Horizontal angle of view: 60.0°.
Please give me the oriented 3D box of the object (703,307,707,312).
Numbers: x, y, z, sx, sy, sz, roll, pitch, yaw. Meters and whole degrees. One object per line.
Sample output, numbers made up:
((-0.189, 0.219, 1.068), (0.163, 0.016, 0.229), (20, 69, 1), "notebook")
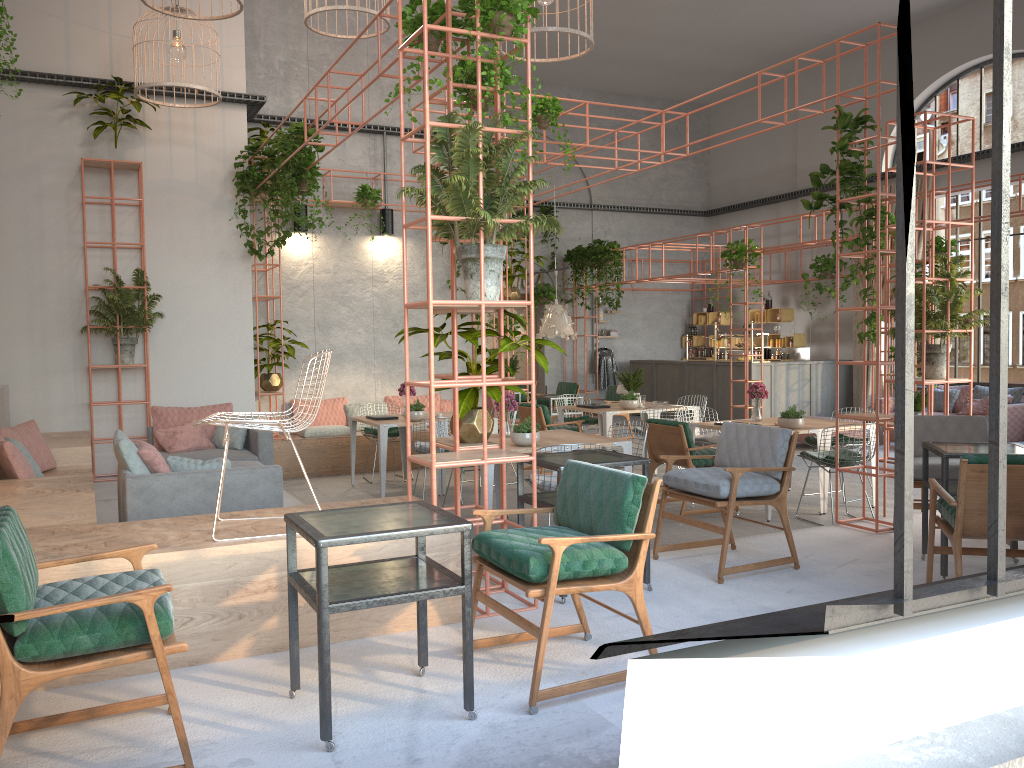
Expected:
((4.432, -1.703, 20.362), (0.088, 0.123, 0.088), (1, 3, 30), "object")

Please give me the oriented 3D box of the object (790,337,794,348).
((5.679, -0.840, 17.912), (0.131, 0.207, 0.131), (0, 3, 19), "object")

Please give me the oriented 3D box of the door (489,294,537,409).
((-0.170, -0.639, 19.975), (1.360, 2.729, 0.551), (-2, 3, -26), "door")

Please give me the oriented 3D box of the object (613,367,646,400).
((1.546, 0.026, 11.474), (0.438, 0.527, 0.368), (-2, 3, -26), "object")

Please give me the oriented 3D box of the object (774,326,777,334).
((5.452, -1.115, 18.337), (0.083, 0.159, 0.083), (0, 3, 19), "object")

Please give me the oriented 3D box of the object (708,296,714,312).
((4.571, -1.838, 20.390), (0.134, 0.386, 0.134), (0, 3, 8), "object")

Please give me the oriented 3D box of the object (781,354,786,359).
((5.602, -0.566, 18.322), (0.115, 0.107, 0.115), (-2, 3, -20), "object")

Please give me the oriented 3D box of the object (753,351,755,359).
((5.161, -0.645, 18.930), (0.073, 0.219, 0.105), (-2, 3, -20), "object")

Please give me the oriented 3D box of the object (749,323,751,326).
((5.171, -1.221, 19.243), (0.066, 0.291, 0.066), (0, 3, 14), "object")

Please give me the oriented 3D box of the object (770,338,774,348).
((5.396, -0.851, 18.400), (0.069, 0.191, 0.069), (-2, 3, -14), "object")

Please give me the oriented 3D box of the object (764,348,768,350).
((5.405, -0.663, 18.928), (0.072, 0.248, 0.094), (-2, 3, -26), "object")

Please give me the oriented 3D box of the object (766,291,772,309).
((5.406, -1.767, 18.662), (0.134, 0.386, 0.134), (-3, 3, -37), "object")

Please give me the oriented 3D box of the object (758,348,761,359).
((5.252, -0.652, 18.742), (0.082, 0.246, 0.082), (-1, 3, 7), "object")

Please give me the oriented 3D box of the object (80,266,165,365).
((-4.417, -0.770, 10.093), (0.894, 1.097, 0.900), (-1, 3, 3), "object")

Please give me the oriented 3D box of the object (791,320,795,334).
((5.717, -1.163, 18.069), (0.075, 0.273, 0.075), (-3, 3, -37), "object")

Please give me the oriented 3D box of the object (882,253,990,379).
((3.761, -0.597, 7.892), (0.894, 1.100, 0.900), (-1, 3, 3), "object")

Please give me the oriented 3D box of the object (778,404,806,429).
((2.688, 0.318, 8.551), (0.247, 0.247, 0.252), (-2, 3, -26), "object")

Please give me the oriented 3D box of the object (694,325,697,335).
((4.336, -1.292, 20.970), (0.066, 0.291, 0.066), (0, 3, 14), "object")

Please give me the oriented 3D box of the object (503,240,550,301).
((0.045, -1.658, 12.781), (0.934, 0.947, 0.903), (0, 3, 26), "object")

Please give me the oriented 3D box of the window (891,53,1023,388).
((8.161, -2.704, 15.063), (0.089, 5.538, 4.127), (-2, 3, -26), "window")

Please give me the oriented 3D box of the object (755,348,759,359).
((5.212, -0.656, 18.835), (0.072, 0.248, 0.094), (-2, 3, -26), "object")

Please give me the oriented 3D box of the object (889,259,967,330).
((5.401, -1.172, 11.526), (0.923, 0.946, 0.924), (1, 3, 30), "object")

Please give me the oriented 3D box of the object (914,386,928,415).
((5.320, 0.291, 11.647), (0.438, 0.527, 0.368), (-2, 3, -26), "object")

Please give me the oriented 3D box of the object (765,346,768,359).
((5.371, -0.669, 18.713), (0.065, 0.280, 0.065), (0, 3, 18), "object")

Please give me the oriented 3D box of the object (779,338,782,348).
((5.507, -0.842, 18.171), (0.069, 0.191, 0.069), (-1, 3, -9), "object")

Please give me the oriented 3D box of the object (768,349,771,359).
((5.443, -0.676, 18.751), (0.074, 0.287, 0.072), (-1, 3, 6), "object")

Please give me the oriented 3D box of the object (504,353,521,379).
((-0.062, -0.192, 12.881), (0.438, 0.527, 0.368), (-2, 3, -26), "object")

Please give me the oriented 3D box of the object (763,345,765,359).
((5.293, -0.671, 18.669), (0.066, 0.291, 0.066), (-3, 4, -41), "object")

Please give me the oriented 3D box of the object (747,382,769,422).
((2.587, 0.185, 9.337), (0.213, 0.414, 0.225), (-3, 3, -33), "object")

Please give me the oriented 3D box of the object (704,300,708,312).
((4.521, -1.804, 20.580), (0.134, 0.301, 0.134), (-3, 3, -37), "object")

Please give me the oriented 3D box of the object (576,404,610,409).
((1.046, 0.286, 11.421), (0.268, 0.031, 0.427), (-2, 3, -26), "object")

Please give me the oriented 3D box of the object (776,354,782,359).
((5.491, -0.562, 18.268), (0.115, 0.107, 0.115), (1, 3, 31), "object")

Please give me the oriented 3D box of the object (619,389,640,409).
((1.462, 0.191, 11.046), (0.248, 0.247, 0.254), (-2, 3, -26), "object")

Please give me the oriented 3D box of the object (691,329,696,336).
((4.254, -1.211, 20.817), (0.115, 0.147, 0.115), (0, 3, 19), "object")

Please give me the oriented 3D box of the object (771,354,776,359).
((5.434, -0.567, 18.385), (0.115, 0.107, 0.115), (-2, 3, -29), "object")

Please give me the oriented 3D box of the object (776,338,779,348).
((5.467, -0.845, 18.253), (0.069, 0.191, 0.069), (0, 3, 10), "object")

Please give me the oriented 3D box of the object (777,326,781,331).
((5.491, -1.112, 18.255), (0.083, 0.159, 0.083), (0, 3, 19), "object")

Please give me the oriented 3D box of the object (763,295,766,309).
((5.355, -1.733, 18.852), (0.134, 0.301, 0.134), (-3, 3, -37), "object")

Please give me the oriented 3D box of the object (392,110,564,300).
((-0.176, -1.012, 4.959), (0.894, 1.101, 0.900), (1, 3, 28), "object")

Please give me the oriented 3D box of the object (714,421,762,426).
((2.272, 0.414, 8.925), (0.268, 0.031, 0.427), (-2, 3, -26), "object")

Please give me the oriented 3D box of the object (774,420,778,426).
((2.679, 0.388, 8.849), (0.115, 0.073, 0.115), (-3, 3, -31), "object")

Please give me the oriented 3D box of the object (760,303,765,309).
((5.266, -1.632, 18.635), (0.088, 0.123, 0.088), (1, 3, 30), "object")

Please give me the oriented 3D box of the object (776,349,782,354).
((5.521, -0.671, 18.348), (0.115, 0.107, 0.115), (1, 3, 31), "object")

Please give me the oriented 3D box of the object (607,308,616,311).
((2.277, -1.711, 20.216), (0.263, 0.101, 0.013), (-2, 3, -26), "object")

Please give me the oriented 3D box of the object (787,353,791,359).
((5.704, -0.578, 18.289), (0.073, 0.131, 0.073), (-3, 3, -33), "object")

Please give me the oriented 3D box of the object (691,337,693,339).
((4.246, -0.985, 20.815), (0.072, 0.248, 0.094), (-2, 3, -26), "object")

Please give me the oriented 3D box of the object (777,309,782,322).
((5.541, -1.407, 18.314), (0.137, 0.261, 0.137), (0, 3, 10), "object")

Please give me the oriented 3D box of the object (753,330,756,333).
((5.207, -1.145, 19.146), (0.115, 0.147, 0.115), (-2, 3, -17), "object")

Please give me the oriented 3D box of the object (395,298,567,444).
((-0.183, -0.098, 5.447), (0.934, 0.923, 0.903), (1, 3, 31), "object")

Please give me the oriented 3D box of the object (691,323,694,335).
((4.262, -1.289, 20.937), (0.066, 0.291, 0.066), (-2, 3, -19), "object")

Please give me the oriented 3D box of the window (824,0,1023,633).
((0.606, -1.976, 2.428), (4.126, 5.544, 0.089), (-2, 3, -26), "window")

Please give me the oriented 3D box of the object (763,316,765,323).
((5.320, -1.360, 18.631), (0.123, 0.142, 0.141), (-2, 3, -26), "object")

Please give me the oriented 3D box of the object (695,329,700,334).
((4.372, -1.216, 20.874), (0.115, 0.147, 0.115), (0, 3, 19), "object")

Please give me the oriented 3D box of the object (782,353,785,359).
((5.578, -0.573, 18.222), (0.073, 0.131, 0.073), (-3, 3, -33), "object")

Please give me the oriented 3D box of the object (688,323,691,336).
((4.193, -1.287, 20.903), (0.066, 0.291, 0.066), (1, 3, 34), "object")

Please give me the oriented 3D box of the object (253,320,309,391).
((-3.092, -0.368, 11.349), (0.934, 0.919, 0.903), (1, 3, 36), "object")
